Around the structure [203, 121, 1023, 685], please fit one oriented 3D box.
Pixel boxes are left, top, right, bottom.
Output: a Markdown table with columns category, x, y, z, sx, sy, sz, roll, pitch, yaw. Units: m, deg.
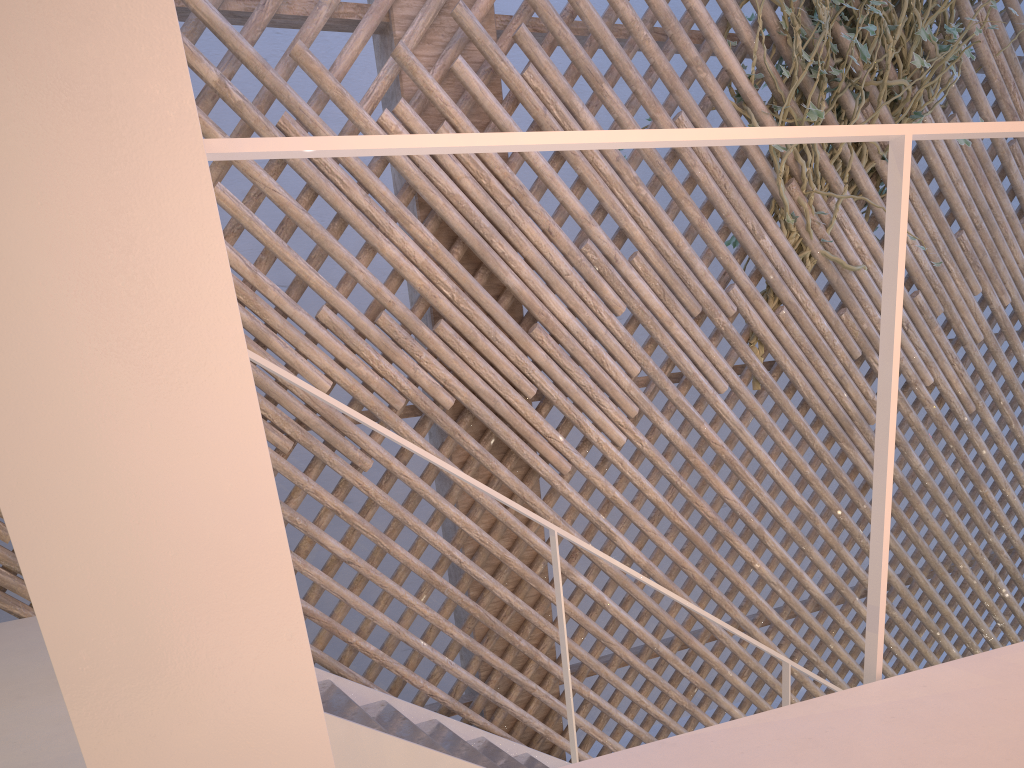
| category | x | y | z | sx | sy | sz | roll | pitch | yaw |
| --- | --- | --- | --- | --- | --- | --- | --- | --- | --- |
| structure | 0.620 | 0.045 | 0.866 | 1.673 | 0.617 | 0.025 | -7 | 18 | -17 |

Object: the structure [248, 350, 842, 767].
| category | x | y | z | sx | sy | sz | roll | pitch | yaw |
| --- | --- | --- | --- | --- | --- | --- | --- | --- | --- |
| structure | 0.311 | 0.815 | 1.748 | 1.909 | 2.136 | 1.104 | -11 | 16 | -24 |

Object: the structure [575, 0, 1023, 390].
| category | x | y | z | sx | sy | sz | roll | pitch | yaw |
| --- | --- | --- | --- | --- | --- | --- | --- | --- | --- |
| structure | 1.155 | -1.448 | 2.213 | 2.289 | 2.963 | 0.685 | -12 | 19 | -25 |
